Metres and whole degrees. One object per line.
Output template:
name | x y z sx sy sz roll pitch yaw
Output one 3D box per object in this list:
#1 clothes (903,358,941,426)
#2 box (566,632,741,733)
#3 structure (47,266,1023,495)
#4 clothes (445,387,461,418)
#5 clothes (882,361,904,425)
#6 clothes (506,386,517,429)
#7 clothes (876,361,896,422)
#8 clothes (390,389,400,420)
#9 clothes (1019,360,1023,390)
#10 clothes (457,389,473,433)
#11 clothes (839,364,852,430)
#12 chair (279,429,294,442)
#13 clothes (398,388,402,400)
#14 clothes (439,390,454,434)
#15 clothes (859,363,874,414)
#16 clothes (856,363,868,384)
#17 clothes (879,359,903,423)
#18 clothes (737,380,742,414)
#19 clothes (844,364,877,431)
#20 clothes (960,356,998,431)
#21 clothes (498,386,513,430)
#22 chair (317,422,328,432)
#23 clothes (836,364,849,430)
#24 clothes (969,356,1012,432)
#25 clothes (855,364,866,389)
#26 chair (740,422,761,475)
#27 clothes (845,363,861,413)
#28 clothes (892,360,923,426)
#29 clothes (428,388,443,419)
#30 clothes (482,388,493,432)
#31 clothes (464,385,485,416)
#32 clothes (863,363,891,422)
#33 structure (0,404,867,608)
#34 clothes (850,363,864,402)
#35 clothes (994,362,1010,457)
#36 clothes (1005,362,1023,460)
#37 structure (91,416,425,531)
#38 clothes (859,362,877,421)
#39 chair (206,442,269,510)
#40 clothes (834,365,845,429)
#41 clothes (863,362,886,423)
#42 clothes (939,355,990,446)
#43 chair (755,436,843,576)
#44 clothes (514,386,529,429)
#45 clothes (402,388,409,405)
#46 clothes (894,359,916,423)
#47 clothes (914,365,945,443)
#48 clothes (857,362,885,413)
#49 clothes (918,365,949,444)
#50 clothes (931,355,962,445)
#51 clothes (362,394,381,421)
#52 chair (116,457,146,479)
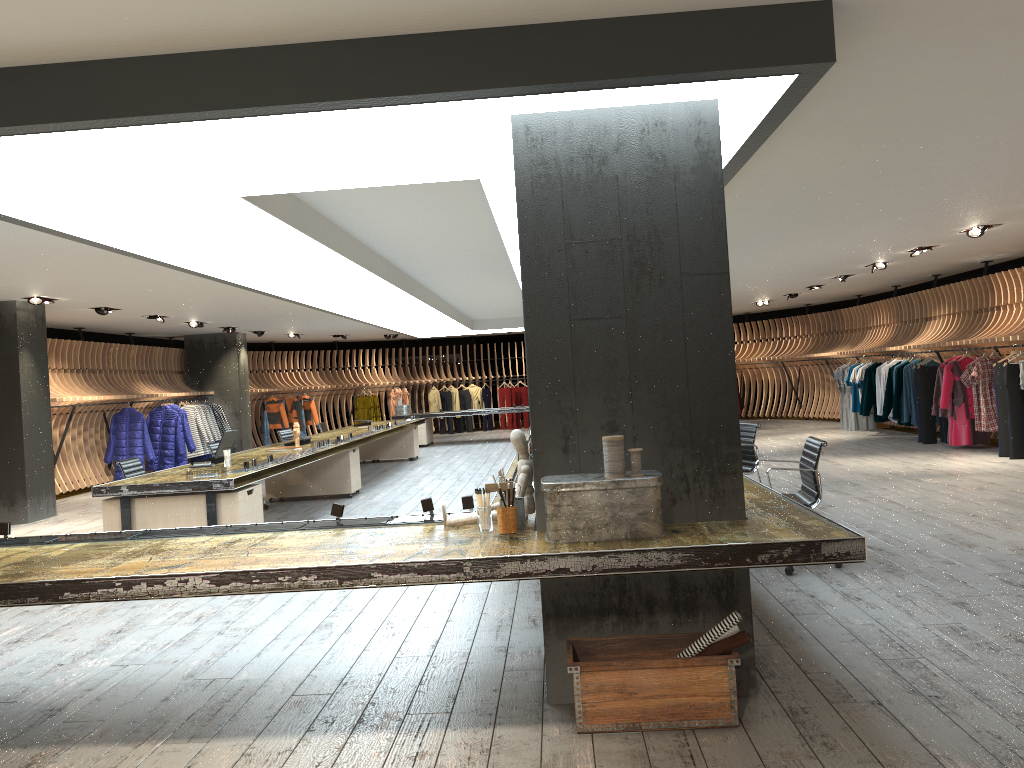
clothes | 6.658 0.120 14.258 0.714 1.088 0.257 -4 -1 8
box | 0.562 1.205 3.585 0.664 0.282 0.341 -4 0 3
structure | -0.297 0.092 7.910 14.881 2.440 36.552 -4 0 3
clothes | -1.682 0.509 25.049 0.704 0.890 0.250 -4 -1 43
clothes | 6.678 0.144 14.927 0.913 1.081 0.238 -4 -1 7
clothes | -0.013 0.735 25.317 0.093 1.338 0.551 -3 -1 -27
clothes | 6.729 0.121 15.450 0.733 1.106 0.165 -4 -1 7
clothes | -3.184 0.704 24.361 0.447 1.156 0.125 -4 -1 37
clothes | 6.467 0.265 10.987 0.273 1.143 0.170 -4 -1 35
clothes | -1.366 0.816 25.111 0.539 1.353 0.087 -4 -1 27
clothes | 6.802 0.322 17.415 0.677 1.435 0.204 -4 -1 17
chair | -3.186 1.110 13.505 0.667 0.860 0.693 -4 0 -1
clothes | -3.085 0.697 24.422 0.125 1.156 0.447 -3 -1 -27
clothes | -1.861 0.848 24.964 0.539 1.353 0.087 -4 -1 37
clothes | 6.732 0.079 16.421 0.743 0.950 0.167 -4 -1 -14
clothes | 6.778 0.059 16.497 0.742 0.939 0.162 -4 -1 -3
clothes | 6.663 0.126 15.262 0.733 1.106 0.165 -4 -1 2
clothes | 5.635 0.220 22.562 0.444 1.129 0.126 -3 -1 -25
clothes | 6.794 0.323 17.279 0.677 1.435 0.203 -3 -1 -13
clothes | 6.531 0.133 12.120 0.760 1.020 0.187 -4 -1 3
clothes | -0.179 0.745 25.310 0.093 1.338 0.551 -3 -1 -42
chair | -3.090 1.096 15.713 0.668 0.860 0.693 -4 0 -11
clothes | 6.810 0.321 17.555 0.677 1.435 0.203 -4 -1 -8
clothes | 6.505 0.133 11.898 0.760 1.030 0.179 -4 -1 -12
clothes | 6.788 0.075 16.638 0.743 0.961 0.167 -4 -1 -4
chair | 1.957 0.808 8.233 0.668 0.860 0.693 -3 0 -21
clothes | 6.709 0.080 16.837 0.737 0.971 0.167 -4 -1 11
clothes | 6.668 0.146 14.571 0.913 1.081 0.238 -4 -1 2
clothes | -2.176 0.541 24.863 0.250 0.890 0.704 -3 -1 -37
clothes | -0.705 0.770 25.257 0.087 1.353 0.539 -4 -1 27
clothes | -1.099 0.470 25.183 0.704 0.890 0.250 -4 -1 23
clothes | 6.735 0.140 15.953 0.913 1.081 0.238 -4 -1 2
structure | -0.701 0.968 11.995 4.835 0.844 18.474 -4 0 3
clothes | 6.757 0.063 16.691 0.743 0.931 0.158 -4 -1 7
clothes | 6.510 0.374 11.391 0.539 1.353 0.087 -4 -1 42
clothes | 6.517 0.375 11.188 0.539 1.353 0.087 -4 -1 2
structure | -2.522 1.081 12.296 1.162 0.844 10.450 -4 0 3
clothes | 6.734 0.139 16.077 0.913 1.081 0.238 -4 -1 2
chair | -3.345 1.131 10.864 0.667 0.860 0.693 -4 0 -6
clothes | 6.816 0.320 17.696 0.677 1.435 0.204 -4 -1 17
clothes | 6.724 0.141 15.867 0.913 1.081 0.238 -4 -1 7
clothes | 6.575 0.239 12.736 0.839 1.312 0.321 -4 -1 12
chair | 1.865 0.822 6.158 0.667 0.860 0.693 -4 0 -1
clothes | 0.275 0.716 25.319 0.551 1.338 0.093 -4 -1 43
clothes | -2.940 0.688 24.500 0.125 1.156 0.447 -3 -1 -32
clothes | 6.679 0.117 14.696 0.715 1.088 0.257 -4 -1 -2
clothes | 6.650 0.355 13.972 0.539 1.353 0.087 -4 -1 27
clothes | 6.707 0.065 16.236 0.734 0.938 0.164 -4 -1 6
clothes | 6.623 0.358 13.782 0.539 1.353 0.087 -4 -1 7
clothes | 6.590 0.237 13.026 0.839 1.312 0.321 -4 -1 2
clothes | -3.815 0.809 23.903 0.664 1.045 0.168 -4 -1 34
chair | -3.473 1.148 8.701 0.668 0.860 0.693 -4 0 -11
